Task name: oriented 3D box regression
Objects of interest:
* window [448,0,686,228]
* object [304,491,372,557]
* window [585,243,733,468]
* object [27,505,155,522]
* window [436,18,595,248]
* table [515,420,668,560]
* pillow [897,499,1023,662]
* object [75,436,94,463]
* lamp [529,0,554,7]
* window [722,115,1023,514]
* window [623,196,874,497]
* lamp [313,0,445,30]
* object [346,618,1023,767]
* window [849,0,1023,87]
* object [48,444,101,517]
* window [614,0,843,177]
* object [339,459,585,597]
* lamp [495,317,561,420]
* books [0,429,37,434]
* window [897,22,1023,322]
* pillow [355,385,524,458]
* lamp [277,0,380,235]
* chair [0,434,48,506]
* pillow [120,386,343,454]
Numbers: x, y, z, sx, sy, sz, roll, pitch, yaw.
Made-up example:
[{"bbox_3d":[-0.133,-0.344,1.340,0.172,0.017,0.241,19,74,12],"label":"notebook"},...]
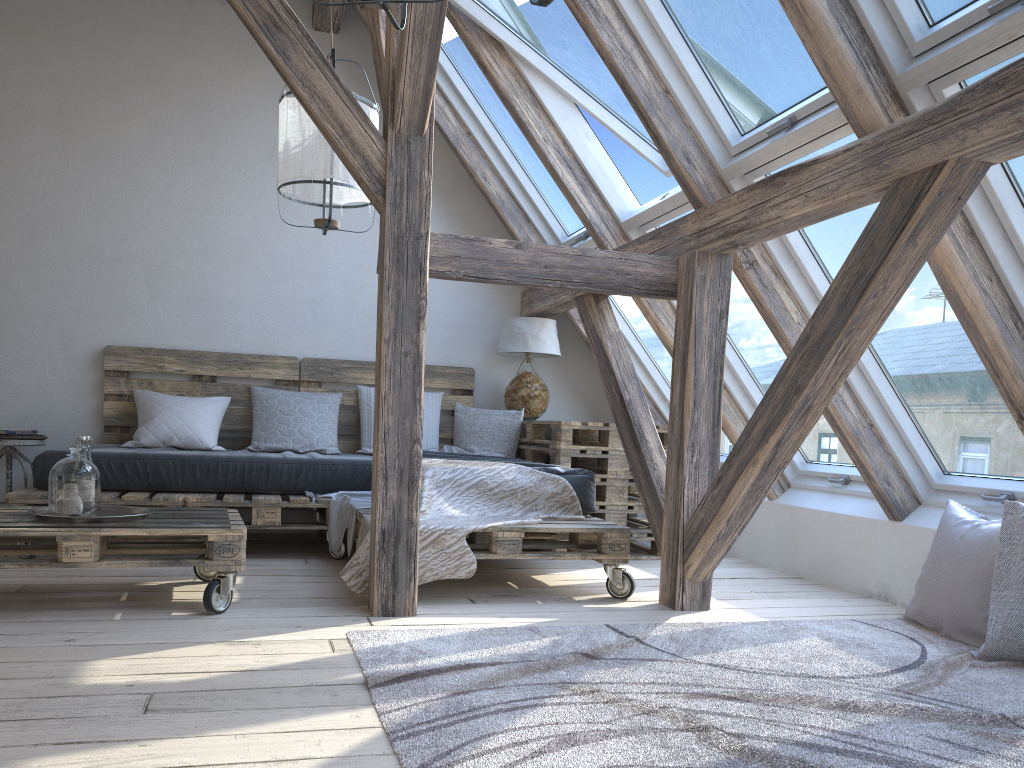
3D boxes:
[{"bbox_3d":[0.274,-1.404,3.548,1.351,1.285,0.850,2,2,-16],"label":"window"},{"bbox_3d":[-0.645,0.650,4.133,0.505,0.278,0.705,3,-2,-32],"label":"object"},{"bbox_3d":[0.881,-0.126,4.785,1.097,1.285,0.850,2,2,-16],"label":"window"},{"bbox_3d":[-1.435,0.443,3.012,0.394,0.022,0.394,2,-3,4],"label":"object"},{"bbox_3d":[-0.025,-1.375,4.415,1.097,1.285,0.850,2,2,-16],"label":"window"},{"bbox_3d":[0.399,0.572,4.982,0.675,0.705,1.012,2,0,-16],"label":"table"},{"bbox_3d":[1.649,0.633,2.743,0.435,0.526,1.129,2,-1,-24],"label":"pillow"},{"bbox_3d":[-1.495,0.317,3.076,0.071,0.269,0.153,1,3,-16],"label":"object"},{"bbox_3d":[0.110,-1.327,0.660,0.399,1.907,0.405,4,4,25],"label":"lamp"},{"bbox_3d":[1.391,-0.190,3.024,1.097,1.285,0.850,2,2,-16],"label":"window"},{"bbox_3d":[1.136,-0.158,3.904,1.097,1.285,0.850,2,2,-16],"label":"window"},{"bbox_3d":[-0.291,-1.570,2.068,0.407,1.313,0.397,-1,5,-40],"label":"lamp"},{"bbox_3d":[0.966,0.747,1.516,2.190,0.057,3.177,3,-3,-16],"label":"object"},{"bbox_3d":[0.740,-1.472,1.774,1.097,1.285,0.850,2,2,-16],"label":"window"},{"bbox_3d":[-1.449,0.322,2.919,0.155,0.249,0.156,5,3,42],"label":"object"},{"bbox_3d":[0.485,-1.439,2.654,1.097,1.285,0.850,2,2,-16],"label":"window"},{"bbox_3d":[-0.170,0.554,3.468,0.809,0.476,1.008,2,-2,14],"label":"object"},{"bbox_3d":[-0.033,0.278,5.358,0.389,1.292,0.818,0,3,-31],"label":"lamp"},{"bbox_3d":[-2.523,0.239,4.416,0.149,0.021,0.204,2,-3,13],"label":"books"},{"bbox_3d":[1.646,-0.223,2.143,1.097,1.285,0.850,2,2,-16],"label":"window"},{"bbox_3d":[-0.417,0.224,5.044,0.967,0.402,0.385,2,1,0],"label":"pillow"},{"bbox_3d":[-0.748,-1.409,3.636,0.399,1.527,0.405,4,4,25],"label":"lamp"},{"bbox_3d":[-2.547,0.511,4.455,0.354,0.524,0.351,2,2,-13],"label":"chair"},{"bbox_3d":[-1.465,0.178,4.707,1.131,0.357,0.349,3,1,-16],"label":"pillow"}]
